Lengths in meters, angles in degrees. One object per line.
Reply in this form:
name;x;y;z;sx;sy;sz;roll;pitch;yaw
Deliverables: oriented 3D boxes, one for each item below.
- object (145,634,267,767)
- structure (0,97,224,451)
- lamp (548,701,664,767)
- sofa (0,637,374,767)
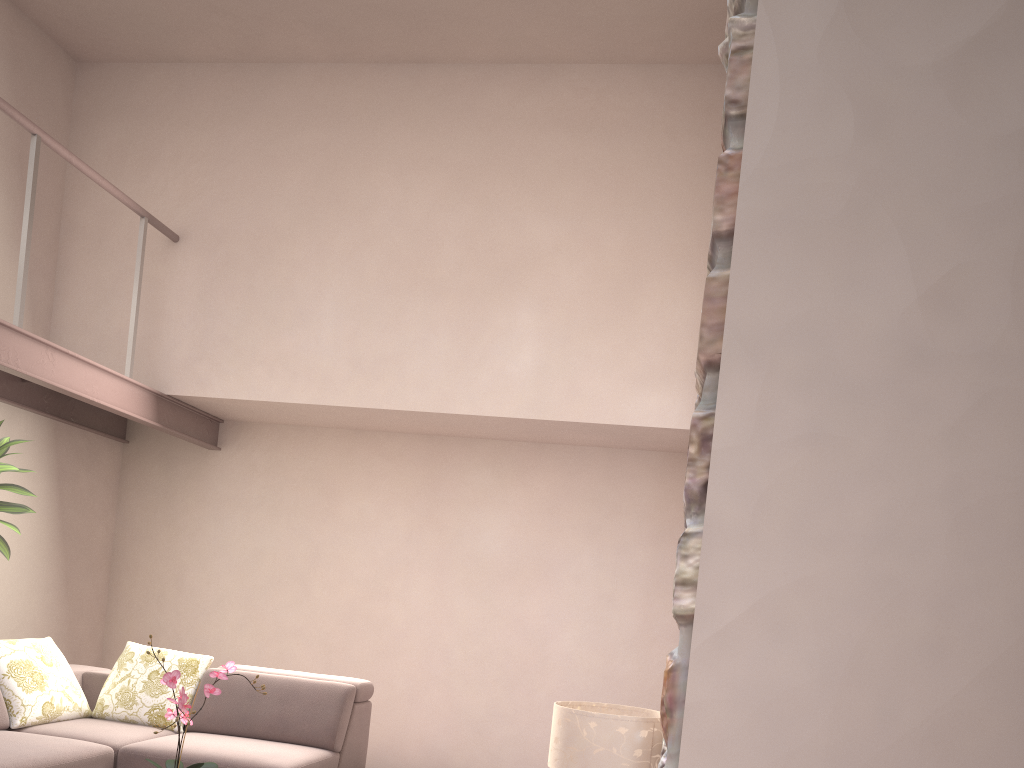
object;-1.008;1.090;2.841;0.369;0.589;0.303;6;-3;5
structure;-1.597;-0.024;2.506;3.755;3.146;7.436;4;-12;12
lamp;0.290;1.492;3.001;0.408;0.838;0.393;5;-2;11
sofa;-1.727;1.317;3.355;2.146;0.925;3.261;4;-13;11
